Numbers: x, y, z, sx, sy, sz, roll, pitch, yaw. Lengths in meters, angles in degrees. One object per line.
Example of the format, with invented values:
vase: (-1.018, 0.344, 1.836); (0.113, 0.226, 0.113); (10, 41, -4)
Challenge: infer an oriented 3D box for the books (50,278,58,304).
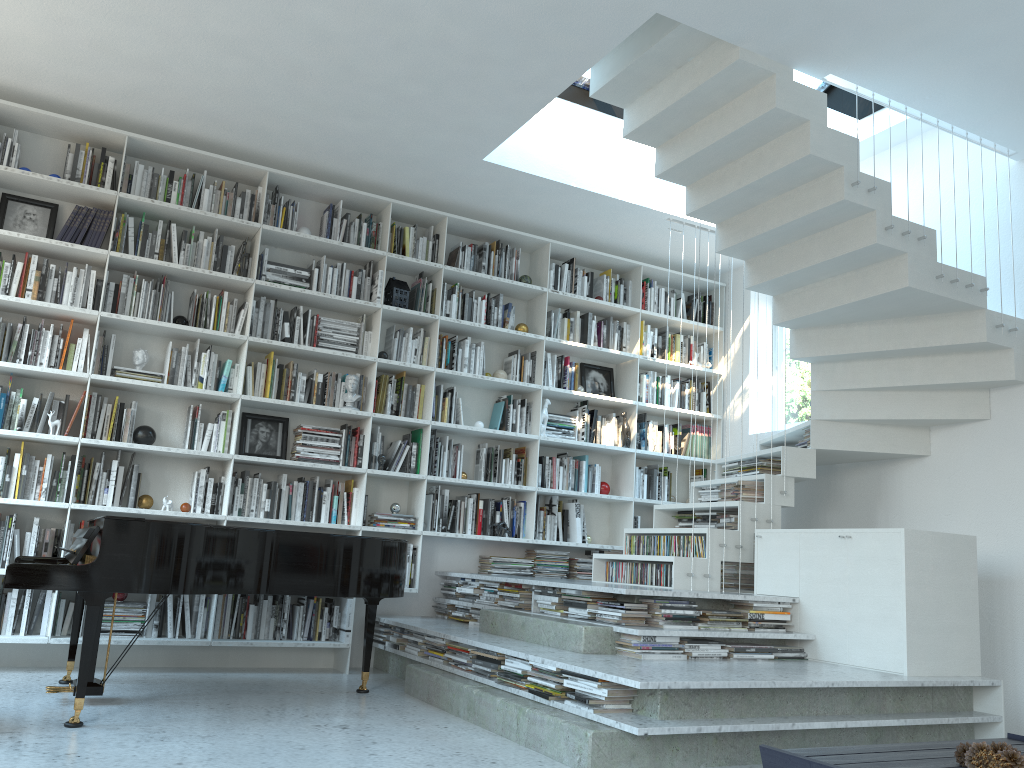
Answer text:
books: (-2.687, -0.514, 5.196); (0.022, 0.185, 0.137); (9, -12, -27)

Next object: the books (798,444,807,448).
books: (2.007, 0.408, 5.814); (0.170, 0.010, 0.234); (5, -12, -7)

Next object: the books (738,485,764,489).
books: (1.515, 0.649, 5.500); (0.184, 0.016, 0.179); (3, -11, 1)

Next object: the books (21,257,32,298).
books: (-2.806, -0.581, 5.120); (0.023, 0.270, 0.187); (9, -12, -27)

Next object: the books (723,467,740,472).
books: (1.587, 0.594, 6.098); (0.168, 0.005, 0.292); (5, -12, -9)

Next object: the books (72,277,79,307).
books: (-2.587, -0.509, 5.242); (0.013, 0.206, 0.172); (9, -12, -27)

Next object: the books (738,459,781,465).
books: (1.632, 0.520, 5.811); (0.191, 0.013, 0.244); (7, -12, -16)

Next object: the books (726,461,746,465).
books: (1.595, 0.553, 6.107); (0.165, 0.014, 0.236); (6, -12, -10)

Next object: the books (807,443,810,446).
books: (1.997, 0.381, 5.563); (0.223, 0.015, 0.180); (4, -11, -3)

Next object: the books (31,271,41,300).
books: (-2.754, -0.537, 5.130); (0.029, 0.195, 0.192); (9, -12, -27)

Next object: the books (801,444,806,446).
books: (2.020, 0.398, 5.817); (0.161, 0.012, 0.254); (4, -11, -3)

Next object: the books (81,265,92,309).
books: (-2.533, -0.543, 5.268); (0.022, 0.289, 0.169); (9, -12, -27)

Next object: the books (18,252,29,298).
books: (-2.830, -0.597, 5.131); (0.014, 0.303, 0.151); (9, -12, -27)

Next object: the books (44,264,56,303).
books: (-2.708, -0.555, 5.193); (0.029, 0.260, 0.158); (9, -12, -27)

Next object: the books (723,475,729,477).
books: (1.593, 0.630, 6.093); (0.152, 0.005, 0.293); (7, -12, -15)

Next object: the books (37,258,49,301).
books: (-2.740, -0.573, 5.175); (0.025, 0.285, 0.161); (9, -12, -27)

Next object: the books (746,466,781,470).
books: (1.644, 0.561, 5.808); (0.154, 0.014, 0.197); (6, -12, -14)

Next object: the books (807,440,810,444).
books: (1.998, 0.365, 5.567); (0.238, 0.018, 0.173); (4, -11, 0)

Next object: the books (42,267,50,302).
books: (-2.720, -0.546, 5.169); (0.013, 0.232, 0.171); (9, -12, -27)

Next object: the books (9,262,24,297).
books: (-2.857, -0.570, 5.109); (0.047, 0.237, 0.162); (9, -12, -27)

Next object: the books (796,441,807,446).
books: (2.007, 0.388, 5.818); (0.192, 0.006, 0.299); (4, -11, -2)

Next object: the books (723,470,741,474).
books: (1.584, 0.610, 6.094); (0.171, 0.011, 0.232); (7, -12, -16)

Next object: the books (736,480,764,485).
books: (1.516, 0.622, 5.497); (0.234, 0.025, 0.158); (2, -12, 10)

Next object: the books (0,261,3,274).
books: (-2.930, -0.574, 5.060); (0.014, 0.217, 0.164); (9, -12, -27)

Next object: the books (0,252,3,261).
books: (-2.946, -0.603, 5.070); (0.012, 0.276, 0.151); (9, -12, -27)

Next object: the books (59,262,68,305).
books: (-2.639, -0.556, 5.213); (0.012, 0.280, 0.188); (9, -12, -27)

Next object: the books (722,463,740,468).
books: (1.584, 0.567, 6.102); (0.190, 0.015, 0.231); (6, -12, -13)

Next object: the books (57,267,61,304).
books: (-2.668, -0.547, 5.217); (0.035, 0.260, 0.131); (9, -12, -27)

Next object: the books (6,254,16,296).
books: (-2.881, -0.592, 5.095); (0.014, 0.272, 0.180); (9, -12, -27)

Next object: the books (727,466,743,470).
books: (1.609, 0.585, 6.104); (0.136, 0.017, 0.298); (6, -12, -11)

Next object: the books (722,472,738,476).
books: (1.585, 0.624, 6.092); (0.184, 0.006, 0.263); (6, -12, -12)

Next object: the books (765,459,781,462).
books: (1.659, 0.514, 5.821); (0.134, 0.007, 0.298); (7, -12, -18)

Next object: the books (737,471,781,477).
books: (1.624, 0.595, 5.796); (0.182, 0.013, 0.288); (6, -12, -13)

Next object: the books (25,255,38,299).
books: (-2.780, -0.585, 5.129); (0.030, 0.285, 0.185); (9, -12, -27)

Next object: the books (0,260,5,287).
books: (-2.921, -0.576, 5.073); (0.011, 0.228, 0.170); (9, -12, -27)

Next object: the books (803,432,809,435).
books: (2.001, 0.319, 5.585); (0.285, 0.007, 0.160); (4, -11, -1)

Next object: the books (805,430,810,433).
books: (2.001, 0.311, 5.598); (0.262, 0.016, 0.132); (4, -11, -4)

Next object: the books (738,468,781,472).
books: (1.633, 0.571, 5.802); (0.187, 0.009, 0.261); (7, -12, -17)

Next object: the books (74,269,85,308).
books: (-2.573, -0.534, 5.264); (0.024, 0.265, 0.155); (9, -12, -27)

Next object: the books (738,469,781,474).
books: (1.624, 0.581, 5.798); (0.191, 0.014, 0.244); (6, -12, -14)

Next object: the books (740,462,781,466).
books: (1.639, 0.531, 5.811); (0.174, 0.009, 0.240); (7, -12, -18)

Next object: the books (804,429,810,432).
books: (2.003, 0.294, 5.578); (0.266, 0.008, 0.164); (5, -12, -7)

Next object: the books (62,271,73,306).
books: (-2.620, -0.529, 5.214); (0.030, 0.230, 0.172); (9, -12, -27)

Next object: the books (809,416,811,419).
books: (2.105, 0.238, 5.809); (0.226, 0.013, 0.284); (-5, -14, 35)

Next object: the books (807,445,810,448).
books: (1.997, 0.392, 5.563); (0.241, 0.008, 0.168); (3, -11, 1)

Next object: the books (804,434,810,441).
books: (1.996, 0.337, 5.568); (0.262, 0.023, 0.200); (4, -11, 0)

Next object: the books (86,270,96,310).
books: (-2.508, -0.527, 5.276); (0.035, 0.263, 0.178); (9, -12, -27)

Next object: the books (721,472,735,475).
books: (1.583, 0.618, 6.093); (0.170, 0.006, 0.269); (7, -12, -16)

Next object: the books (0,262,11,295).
books: (-2.900, -0.568, 5.075); (0.031, 0.217, 0.173); (9, -12, -27)

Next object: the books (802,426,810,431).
books: (2.003, 0.289, 5.593); (0.300, 0.007, 0.159); (4, -11, -2)

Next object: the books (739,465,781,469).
books: (1.635, 0.550, 5.807); (0.177, 0.007, 0.254); (8, -12, -19)

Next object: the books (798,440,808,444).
books: (2.006, 0.378, 5.820); (0.182, 0.016, 0.199); (5, -11, -6)

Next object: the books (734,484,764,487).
books: (1.514, 0.635, 5.487); (0.254, 0.005, 0.161); (3, -11, 5)

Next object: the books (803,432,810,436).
books: (2.001, 0.325, 5.581); (0.290, 0.006, 0.149); (3, -11, 2)

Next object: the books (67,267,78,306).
books: (-2.595, -0.541, 5.229); (0.022, 0.262, 0.174); (9, -12, -27)

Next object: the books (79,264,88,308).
books: (-2.542, -0.548, 5.250); (0.012, 0.290, 0.182); (9, -12, -27)

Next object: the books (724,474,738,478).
books: (1.584, 0.640, 6.089); (0.166, 0.018, 0.265); (5, -12, -8)

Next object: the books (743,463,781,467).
books: (1.648, 0.542, 5.812); (0.144, 0.011, 0.257); (8, -12, -20)

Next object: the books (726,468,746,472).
books: (1.588, 0.601, 6.097); (0.162, 0.008, 0.290); (5, -12, -8)
